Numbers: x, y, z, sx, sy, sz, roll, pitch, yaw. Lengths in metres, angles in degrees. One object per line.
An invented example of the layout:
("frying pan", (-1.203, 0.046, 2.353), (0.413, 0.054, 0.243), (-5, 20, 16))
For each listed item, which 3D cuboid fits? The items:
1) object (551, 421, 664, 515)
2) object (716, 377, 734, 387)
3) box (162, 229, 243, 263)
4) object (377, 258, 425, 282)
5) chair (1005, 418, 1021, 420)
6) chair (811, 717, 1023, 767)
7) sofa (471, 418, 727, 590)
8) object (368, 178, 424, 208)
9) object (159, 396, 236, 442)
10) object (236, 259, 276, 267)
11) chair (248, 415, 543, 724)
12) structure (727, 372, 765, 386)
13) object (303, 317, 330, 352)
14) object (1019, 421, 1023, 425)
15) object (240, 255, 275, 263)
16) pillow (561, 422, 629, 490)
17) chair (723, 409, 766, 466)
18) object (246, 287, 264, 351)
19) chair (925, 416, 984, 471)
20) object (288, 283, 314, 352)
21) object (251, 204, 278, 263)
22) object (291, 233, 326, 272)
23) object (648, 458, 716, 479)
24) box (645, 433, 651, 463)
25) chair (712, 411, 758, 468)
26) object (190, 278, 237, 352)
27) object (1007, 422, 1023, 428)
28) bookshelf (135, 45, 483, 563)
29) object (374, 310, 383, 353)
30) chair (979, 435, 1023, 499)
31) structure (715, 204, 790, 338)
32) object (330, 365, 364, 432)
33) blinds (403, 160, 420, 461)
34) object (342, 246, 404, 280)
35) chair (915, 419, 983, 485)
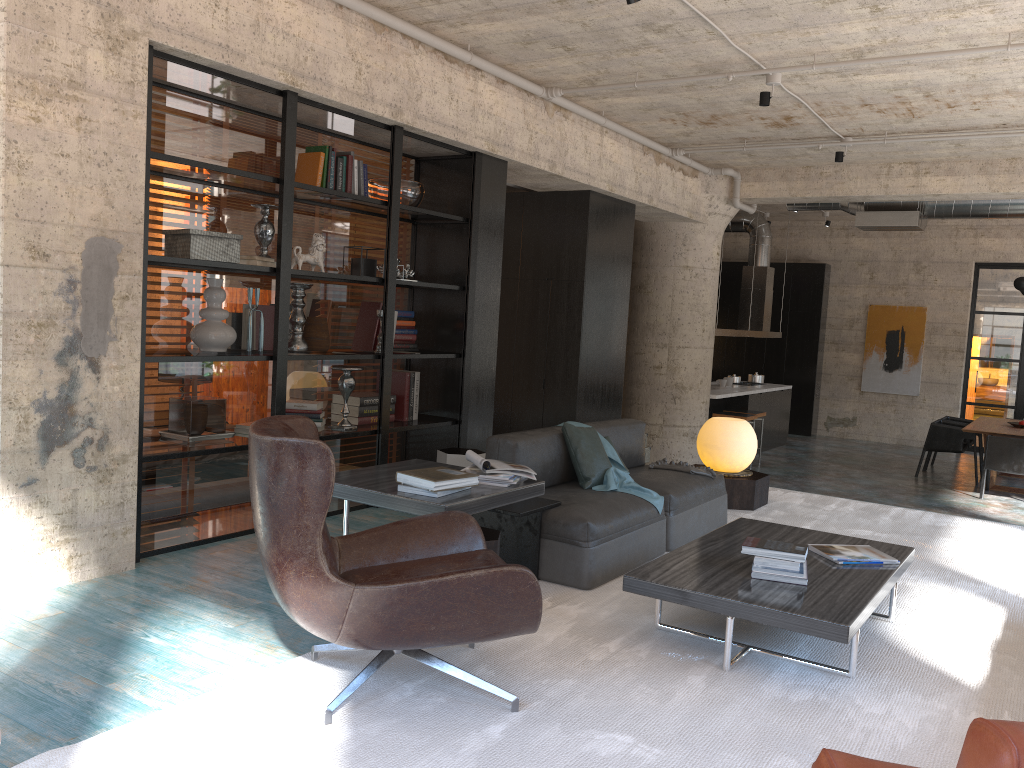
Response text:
("object", (0.517, 0.488, 5.452), (0.444, 0.438, 0.985), (1, 5, -31))
("object", (3.160, -0.035, 13.147), (0.188, 0.133, 0.437), (6, 5, 33))
("box", (-1.705, -0.756, 4.884), (0.306, 0.157, 0.312), (7, 6, 42))
("object", (-0.854, -0.851, 6.626), (0.323, 0.177, 0.322), (6, 5, 32))
("chair", (7.376, 0.902, 12.648), (0.707, 0.738, 0.754), (6, 5, 32))
("chair", (1.077, 0.916, 1.767), (0.801, 0.759, 0.920), (4, 4, 3))
("sofa", (0.544, 0.620, 5.535), (1.019, 0.680, 2.063), (6, 5, 32))
("object", (-0.862, -1.371, 6.511), (0.430, 0.217, 0.434), (7, 5, 35))
("object", (-1.869, 0.200, 5.280), (0.284, 0.231, 0.335), (6, 5, 32))
("object", (-1.522, -0.708, 5.215), (0.179, 0.034, 0.243), (4, 5, 11))
("chair", (-0.447, 0.619, 3.167), (0.975, 0.940, 0.820), (2, 5, -17))
("structure", (3.653, -0.097, 13.973), (0.506, 0.187, 0.833), (6, 5, 32))
("object", (-1.325, -0.336, 5.992), (0.190, 0.230, 0.189), (2, 5, -12))
("object", (6.625, 0.511, 11.403), (0.219, 0.097, 0.100), (2, 5, -14))
("object", (-1.525, -0.738, 5.221), (0.166, 0.024, 0.227), (4, 5, 12))
("pillow", (0.555, 0.431, 5.430), (0.320, 0.393, 0.670), (7, 6, 39))
("chair", (3.144, 0.718, 12.073), (0.450, 0.698, 0.450), (6, 5, 32))
("object", (-1.610, -0.403, 5.546), (0.062, 0.395, 0.121), (6, 5, 35))
("chair", (6.248, 0.855, 12.396), (0.754, 0.738, 0.707), (6, 5, 32))
("object", (-1.405, -0.436, 5.807), (0.192, 0.447, 0.191), (3, 5, -10))
("object", (-1.540, -0.910, 5.510), (0.180, 0.394, 0.178), (6, 5, 27))
("object", (-1.349, -0.872, 5.878), (0.131, 0.280, 0.252), (7, 6, 40))
("object", (1.195, 0.614, 6.087), (0.433, 0.185, 0.429), (6, 5, 28))
("box", (1.190, 0.694, 8.668), (0.280, 0.441, 0.331), (5, 5, 22))
("chair", (2.892, 0.741, 11.591), (0.450, 0.698, 0.450), (6, 5, 32))
("object", (-1.777, -0.413, 5.292), (0.265, 0.432, 0.265), (2, 5, -13))
("object", (6.628, 0.523, 11.428), (0.435, 0.079, 0.435), (2, 5, -21))
("bookshelf", (-1.343, -0.443, 5.738), (0.628, 2.571, 2.900), (6, 5, 32))
("object", (-0.907, -0.368, 6.211), (0.099, 0.301, 0.099), (6, 5, 27))
("chair", (5.964, 0.991, 10.437), (0.707, 0.738, 0.754), (6, 5, 32))
("structure", (3.319, -1.747, 12.985), (0.538, 2.100, 3.117), (6, 5, 32))
("object", (-1.105, 0.097, 5.901), (0.218, 0.433, 0.218), (5, 5, 25))
("blinds", (-1.656, -0.285, 5.939), (0.136, 3.160, 2.915), (6, 5, 32))
("object", (-0.932, -0.825, 6.084), (0.200, 0.200, 0.409), (7, 6, 42))
("chair", (5.844, 0.879, 11.784), (0.754, 0.738, 0.707), (6, 5, 32))
